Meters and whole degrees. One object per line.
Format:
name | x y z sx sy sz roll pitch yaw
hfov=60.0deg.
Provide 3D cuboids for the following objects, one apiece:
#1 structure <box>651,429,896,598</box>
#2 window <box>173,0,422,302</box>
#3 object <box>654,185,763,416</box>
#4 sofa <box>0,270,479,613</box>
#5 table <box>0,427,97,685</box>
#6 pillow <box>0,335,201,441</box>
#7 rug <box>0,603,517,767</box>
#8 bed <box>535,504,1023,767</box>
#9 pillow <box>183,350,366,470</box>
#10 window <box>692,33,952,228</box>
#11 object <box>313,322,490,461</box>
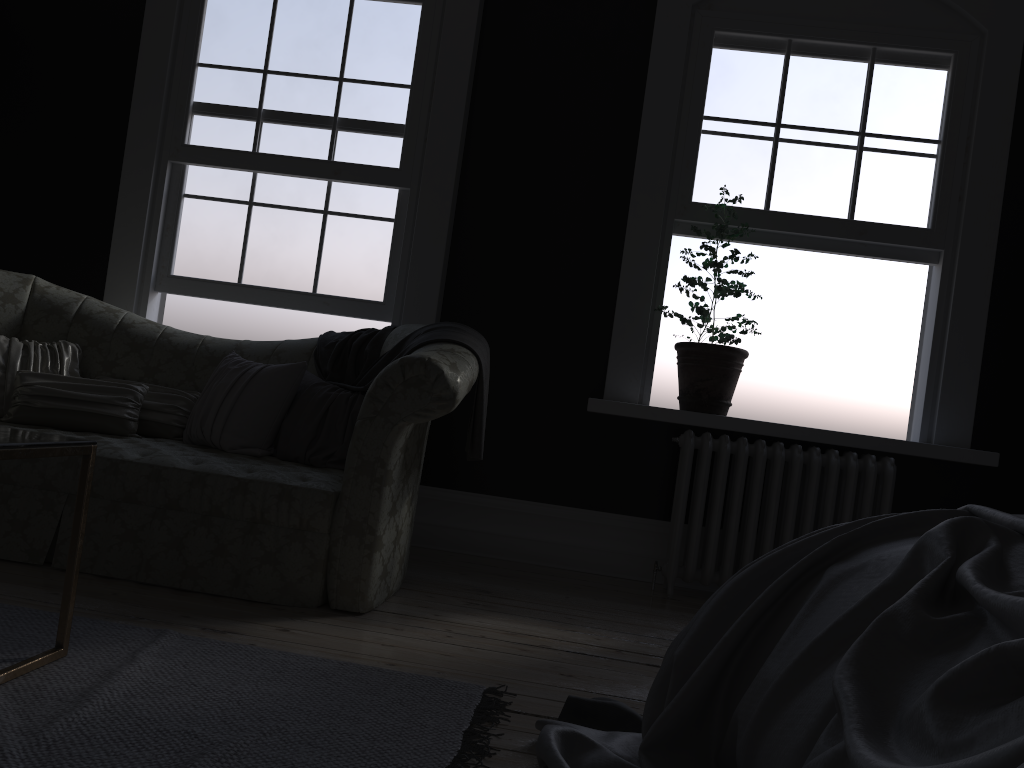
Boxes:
structure | 1.307 0.710 4.379 1.141 0.848 0.276 8 -1 5
window | -1.187 -1.327 4.866 1.262 1.671 0.056 8 -1 5
object | 1.029 -0.414 4.496 0.506 1.133 0.473 9 -1 -45
sofa | -1.522 0.150 3.985 2.812 1.160 1.607 8 -1 6
table | -1.871 0.303 1.811 1.448 0.558 1.093 8 -2 5
pillow | -1.992 -0.005 3.961 1.105 0.416 0.529 8 -1 5
rug | -1.874 0.566 1.653 3.643 0.050 2.107 8 -2 6
bed | 1.780 0.427 1.479 3.284 1.298 2.766 8 -2 -6
pillow | -1.001 0.108 3.891 0.963 0.461 0.405 7 -1 13
window | 1.595 -1.282 4.616 1.262 1.017 0.056 8 -1 5
object | -0.525 -0.002 4.002 0.517 0.585 1.365 9 -2 -35
